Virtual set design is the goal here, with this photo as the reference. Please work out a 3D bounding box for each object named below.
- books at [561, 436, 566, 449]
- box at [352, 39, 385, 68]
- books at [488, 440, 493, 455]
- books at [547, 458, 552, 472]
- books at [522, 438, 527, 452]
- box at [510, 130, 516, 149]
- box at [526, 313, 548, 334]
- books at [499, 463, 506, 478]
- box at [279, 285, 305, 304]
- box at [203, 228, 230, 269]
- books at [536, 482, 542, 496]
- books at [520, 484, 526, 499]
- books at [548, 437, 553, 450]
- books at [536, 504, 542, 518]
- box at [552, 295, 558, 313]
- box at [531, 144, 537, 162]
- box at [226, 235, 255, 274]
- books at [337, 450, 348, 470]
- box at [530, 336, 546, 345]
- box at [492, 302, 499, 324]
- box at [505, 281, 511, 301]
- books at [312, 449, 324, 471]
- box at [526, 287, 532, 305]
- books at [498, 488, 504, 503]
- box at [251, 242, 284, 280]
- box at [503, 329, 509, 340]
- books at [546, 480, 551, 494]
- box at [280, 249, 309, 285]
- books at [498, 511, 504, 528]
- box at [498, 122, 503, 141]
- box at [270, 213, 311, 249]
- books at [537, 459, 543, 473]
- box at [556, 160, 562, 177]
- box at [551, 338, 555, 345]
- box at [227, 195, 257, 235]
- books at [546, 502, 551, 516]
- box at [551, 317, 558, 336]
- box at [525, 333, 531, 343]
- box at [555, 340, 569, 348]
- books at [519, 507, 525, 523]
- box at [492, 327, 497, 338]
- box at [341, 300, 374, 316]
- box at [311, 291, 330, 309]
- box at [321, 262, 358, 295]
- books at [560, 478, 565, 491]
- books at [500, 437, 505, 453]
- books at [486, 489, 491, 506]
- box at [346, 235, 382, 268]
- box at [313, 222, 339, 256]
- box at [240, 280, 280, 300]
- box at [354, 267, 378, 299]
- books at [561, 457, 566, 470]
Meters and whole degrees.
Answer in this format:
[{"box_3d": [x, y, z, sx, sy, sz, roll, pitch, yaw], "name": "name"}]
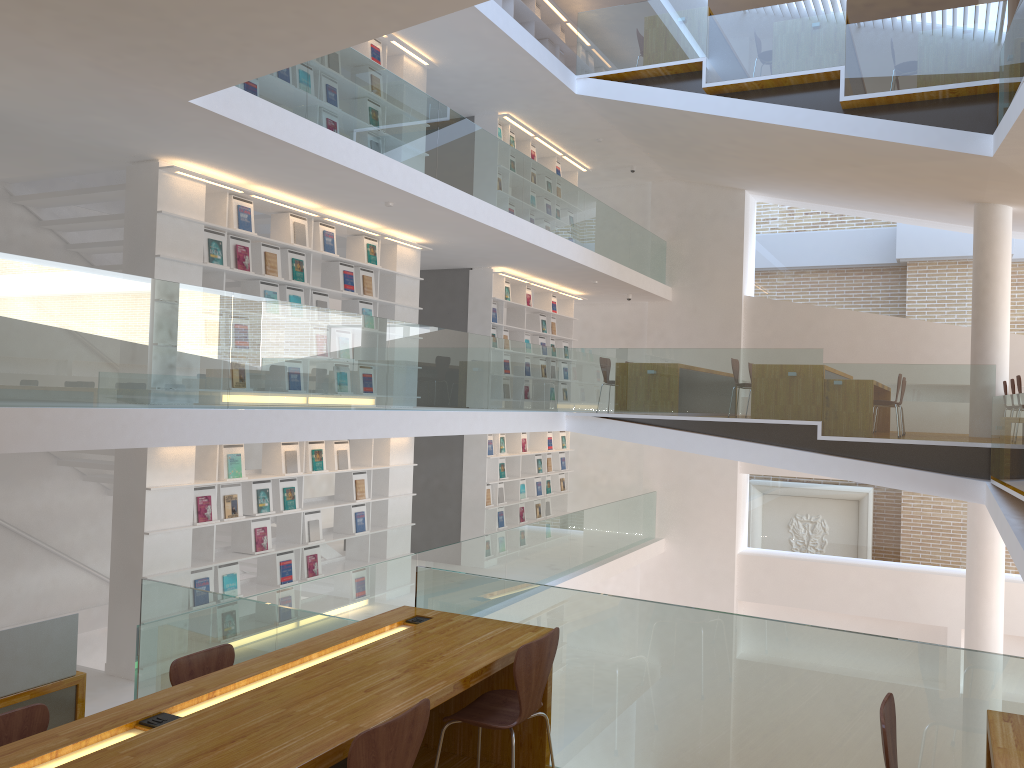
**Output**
[{"box_3d": [0.811, 0.918, 13.862, 0.037, 0.210, 0.145, 1, -1, 26], "name": "books"}, {"box_3d": [-1.478, -3.401, 9.108, 0.274, 0.296, 0.245, 1, -1, 26], "name": "box"}, {"box_3d": [-0.288, 0.841, 11.619, 0.037, 0.210, 0.145, 1, -1, 26], "name": "books"}, {"box_3d": [0.564, 1.221, 13.374, 0.037, 0.210, 0.145, 1, -1, 26], "name": "books"}, {"box_3d": [0.173, 0.877, 12.565, 0.037, 0.210, 0.145, 1, -1, 26], "name": "books"}, {"box_3d": [-0.087, -3.297, 12.079, 0.274, 0.296, 0.245, 1, -1, 26], "name": "box"}, {"box_3d": [0.382, -0.884, 13.143, 0.274, 0.296, 0.245, 1, -1, 26], "name": "box"}, {"box_3d": [-0.131, 1.174, 11.955, 0.037, 0.210, 0.145, 1, -1, 26], "name": "books"}, {"box_3d": [-2.043, -0.732, 8.082, 0.274, 0.296, 0.245, 1, -1, 26], "name": "box"}, {"box_3d": [-2.474, -1.094, 7.189, 0.274, 0.296, 0.245, 1, -1, 26], "name": "box"}, {"box_3d": [0.401, 1.546, 13.052, 0.037, 0.210, 0.145, 1, -1, 26], "name": "books"}, {"box_3d": [0.152, 1.522, 12.552, 0.037, 0.210, 0.145, 1, -1, 26], "name": "books"}, {"box_3d": [0.574, 0.906, 13.380, 0.037, 0.210, 0.145, 1, -1, 26], "name": "books"}, {"box_3d": [0.392, 1.871, 13.048, 0.037, 0.210, 0.145, 1, -1, 26], "name": "books"}, {"box_3d": [0.552, -1.201, 13.474, 0.274, 0.296, 0.245, 1, -1, 26], "name": "box"}, {"box_3d": [0.214, -3.277, 12.686, 0.274, 0.296, 0.245, 1, -1, 26], "name": "box"}, {"box_3d": [-2.352, -1.083, 7.467, 0.274, 0.296, 0.245, 1, -1, 26], "name": "box"}, {"box_3d": [-1.657, 0.753, 8.692, 0.037, 0.210, 0.145, 1, -1, 26], "name": "books"}, {"box_3d": [0.372, -0.557, 13.136, 0.274, 0.296, 0.245, 1, -1, 26], "name": "box"}, {"box_3d": [-0.331, -0.937, 11.691, 0.274, 0.296, 0.245, 1, -1, 26], "name": "box"}, {"box_3d": [-0.153, -1.252, 12.039, 0.274, 0.296, 0.245, 1, -1, 26], "name": "box"}, {"box_3d": [-1.828, 0.721, 8.343, 0.037, 0.210, 0.145, 1, -1, 26], "name": "books"}, {"box_3d": [0.148, -1.232, 12.646, 0.274, 0.296, 0.245, 1, -1, 26], "name": "box"}, {"box_3d": [-0.148, 1.505, 11.934, 0.037, 0.210, 0.145, 1, -1, 26], "name": "books"}, {"box_3d": [-2.182, -1.072, 7.783, 0.274, 0.296, 0.245, 1, -1, 26], "name": "box"}, {"box_3d": [-0.173, -0.596, 12.027, 0.274, 0.296, 0.245, 1, -1, 26], "name": "box"}, {"box_3d": [0.549, 1.557, 13.353, 0.037, 0.210, 0.145, 1, -1, 26], "name": "books"}, {"box_3d": [-2.030, -1.061, 8.093, 0.274, 0.296, 0.245, 1, -1, 26], "name": "box"}, {"box_3d": [-0.148, 1.825, 11.950, 0.037, 0.210, 0.145, 1, -1, 26], "name": "books"}, {"box_3d": [-0.263, -3.310, 11.723, 0.274, 0.296, 0.245, 1, -1, 26], "name": "box"}, {"box_3d": [-2.017, -1.389, 8.106, 0.274, 0.296, 0.245, 1, -1, 26], "name": "box"}, {"box_3d": [0.409, 1.210, 13.059, 0.037, 0.210, 0.145, 1, -1, 26], "name": "books"}, {"box_3d": [0.618, -3.247, 13.514, 0.274, 0.296, 0.245, 1, -1, 26], "name": "box"}, {"box_3d": [0.527, -0.546, 13.452, 0.274, 0.296, 0.245, 1, -1, 26], "name": "box"}, {"box_3d": [-2.330, -1.412, 7.469, 0.274, 0.296, 0.245, 1, -1, 26], "name": "box"}, {"box_3d": [0.539, 1.881, 13.346, 0.037, 0.210, 0.145, 1, -1, 26], "name": "books"}, {"box_3d": [0.542, -0.874, 13.467, 0.274, 0.296, 0.245, 1, -1, 26], "name": "box"}, {"box_3d": [0.135, -0.574, 12.654, 0.274, 0.296, 0.245, 1, -1, 26], "name": "box"}, {"box_3d": [0.763, -0.529, 13.932, 0.274, 0.296, 0.245, 1, -1, 26], "name": "box"}, {"box_3d": [0.142, 1.849, 12.546, 0.037, 0.210, 0.145, 1, -1, 26], "name": "books"}, {"box_3d": [-0.339, -0.608, 11.690, 0.274, 0.296, 0.245, 1, -1, 26], "name": "box"}, {"box_3d": [-1.561, -0.698, 9.063, 0.274, 0.296, 0.245, 1, -1, 26], "name": "box"}, {"box_3d": [-1.880, -0.721, 8.414, 0.274, 0.296, 0.245, 1, -1, 26], "name": "box"}, {"box_3d": [-1.701, -1.040, 8.763, 0.274, 0.296, 0.245, 1, -1, 26], "name": "box"}, {"box_3d": [0.794, 1.579, 13.851, 0.037, 0.210, 0.145, 1, -1, 26], "name": "books"}, {"box_3d": [-0.133, 0.819, 11.942, 0.037, 0.210, 0.145, 1, -1, 26], "name": "books"}, {"box_3d": [-0.319, 1.482, 11.593, 0.037, 0.210, 0.145, 1, -1, 26], "name": "books"}, {"box_3d": [-1.519, -1.353, 9.118, 0.274, 0.296, 0.245, 1, -1, 26], "name": "box"}, {"box_3d": [-1.833, -1.376, 8.480, 0.274, 0.296, 0.245, 1, -1, 26], "name": "box"}, {"box_3d": [-2.192, -0.743, 7.778, 0.274, 0.296, 0.245, 1, -1, 26], "name": "box"}, {"box_3d": [-1.551, -1.026, 9.068, 0.274, 0.296, 0.245, 1, -1, 26], "name": "box"}, {"box_3d": [0.803, 1.254, 13.854, 0.037, 0.210, 0.145, 1, -1, 26], "name": "books"}]
